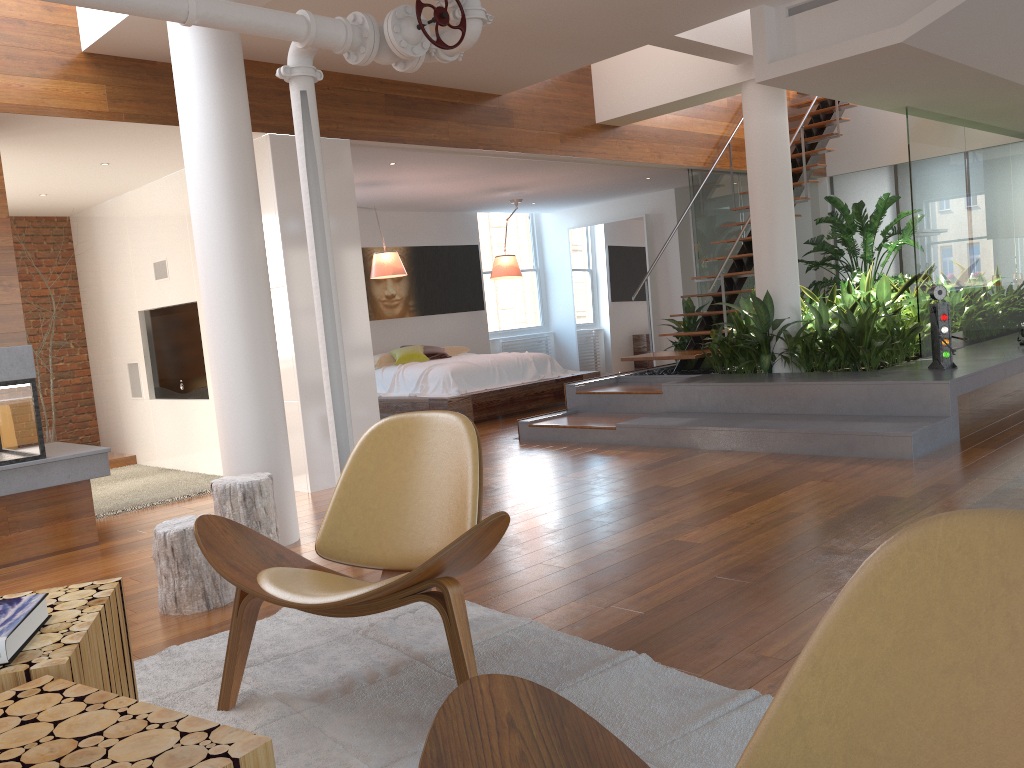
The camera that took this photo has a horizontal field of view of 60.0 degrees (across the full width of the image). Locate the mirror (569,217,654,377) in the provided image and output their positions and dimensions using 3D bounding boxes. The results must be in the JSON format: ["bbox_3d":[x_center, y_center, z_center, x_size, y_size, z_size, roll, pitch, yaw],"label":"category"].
[{"bbox_3d":[1.310,-1.105,11.795,0.049,2.044,1.267,-10,7,-44],"label":"mirror"}]

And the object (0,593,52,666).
[{"bbox_3d":[-1.055,0.469,1.607,0.334,0.048,0.279,-7,5,-13],"label":"object"}]

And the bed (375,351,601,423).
[{"bbox_3d":[-0.624,-0.004,9.775,2.207,0.595,2.314,-10,7,-44],"label":"bed"}]

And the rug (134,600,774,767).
[{"bbox_3d":[-0.678,0.989,1.162,3.478,0.057,3.525,-9,6,-40],"label":"rug"}]

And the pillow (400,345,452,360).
[{"bbox_3d":[-0.982,-0.361,9.981,0.534,0.185,0.372,-7,5,-15],"label":"pillow"}]

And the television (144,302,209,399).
[{"bbox_3d":[-2.580,-0.249,6.959,0.091,0.729,1.075,-10,7,-44],"label":"television"}]

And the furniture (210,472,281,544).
[{"bbox_3d":[-1.177,0.624,3.932,0.290,0.418,0.298,-5,5,9],"label":"furniture"}]

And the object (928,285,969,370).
[{"bbox_3d":[2.890,-0.377,5.890,0.134,0.565,0.318,-6,5,-8],"label":"object"}]

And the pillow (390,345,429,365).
[{"bbox_3d":[-0.986,-0.336,10.054,0.805,0.240,1.341,-1,6,42],"label":"pillow"}]

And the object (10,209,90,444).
[{"bbox_3d":[-4.206,-0.429,7.254,1.631,2.324,1.236,-7,5,-14],"label":"object"}]

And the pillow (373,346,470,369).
[{"bbox_3d":[-1.127,-0.292,10.169,0.467,0.212,1.410,-1,7,44],"label":"pillow"}]

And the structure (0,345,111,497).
[{"bbox_3d":[-2.969,0.217,4.586,1.382,0.737,0.844,-10,7,-44],"label":"structure"}]

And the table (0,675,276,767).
[{"bbox_3d":[-0.646,0.763,1.123,0.548,0.534,0.489,-2,6,34],"label":"table"}]

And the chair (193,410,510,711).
[{"bbox_3d":[-0.354,0.509,2.510,0.867,0.752,0.856,-9,6,-39],"label":"chair"}]

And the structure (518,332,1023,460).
[{"bbox_3d":[3.103,-0.093,7.941,5.584,0.386,3.088,-10,7,-44],"label":"structure"}]

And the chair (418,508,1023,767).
[{"bbox_3d":[0.294,0.586,0.831,0.867,0.752,0.856,-5,5,6],"label":"chair"}]

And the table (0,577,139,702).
[{"bbox_3d":[-1.034,0.750,1.729,0.489,0.534,0.548,-7,5,-14],"label":"table"}]

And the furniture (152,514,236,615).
[{"bbox_3d":[-1.269,0.710,3.532,0.294,0.333,0.292,-4,5,16],"label":"furniture"}]

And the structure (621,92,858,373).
[{"bbox_3d":[3.224,-2.244,8.381,4.591,4.265,2.552,-10,7,-44],"label":"structure"}]

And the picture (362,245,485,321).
[{"bbox_3d":[-1.449,-1.203,10.560,2.969,0.854,0.001,-10,7,-44],"label":"picture"}]

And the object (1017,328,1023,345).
[{"bbox_3d":[4.136,-0.394,7.088,0.216,0.155,0.181,-5,5,10],"label":"object"}]
